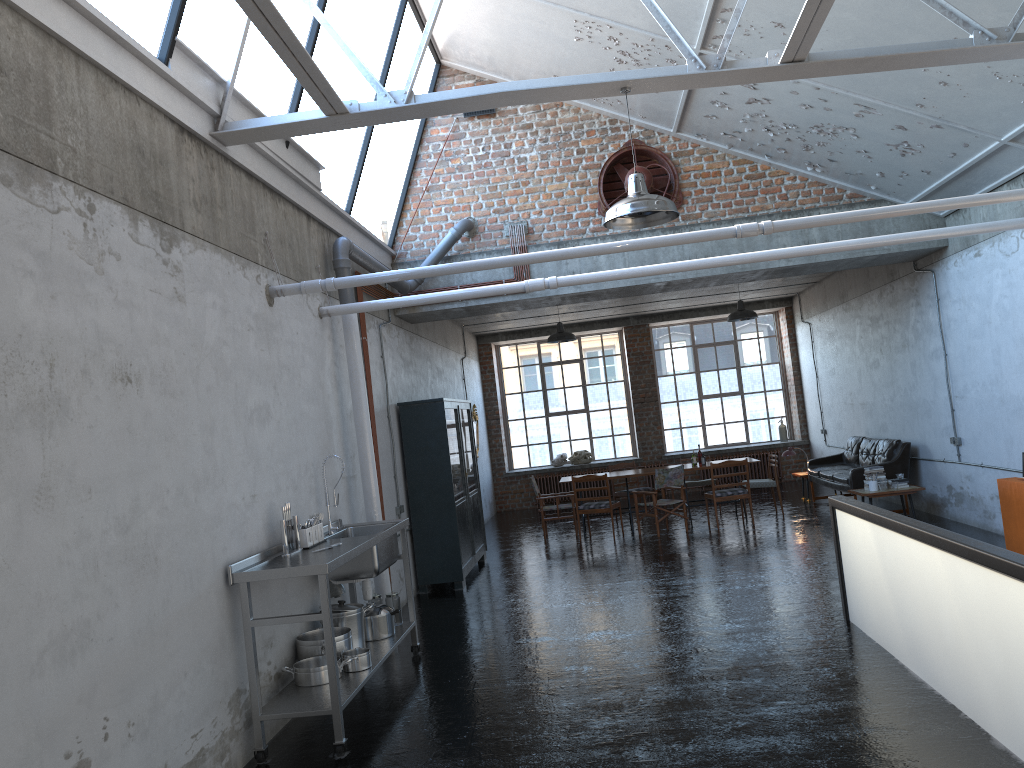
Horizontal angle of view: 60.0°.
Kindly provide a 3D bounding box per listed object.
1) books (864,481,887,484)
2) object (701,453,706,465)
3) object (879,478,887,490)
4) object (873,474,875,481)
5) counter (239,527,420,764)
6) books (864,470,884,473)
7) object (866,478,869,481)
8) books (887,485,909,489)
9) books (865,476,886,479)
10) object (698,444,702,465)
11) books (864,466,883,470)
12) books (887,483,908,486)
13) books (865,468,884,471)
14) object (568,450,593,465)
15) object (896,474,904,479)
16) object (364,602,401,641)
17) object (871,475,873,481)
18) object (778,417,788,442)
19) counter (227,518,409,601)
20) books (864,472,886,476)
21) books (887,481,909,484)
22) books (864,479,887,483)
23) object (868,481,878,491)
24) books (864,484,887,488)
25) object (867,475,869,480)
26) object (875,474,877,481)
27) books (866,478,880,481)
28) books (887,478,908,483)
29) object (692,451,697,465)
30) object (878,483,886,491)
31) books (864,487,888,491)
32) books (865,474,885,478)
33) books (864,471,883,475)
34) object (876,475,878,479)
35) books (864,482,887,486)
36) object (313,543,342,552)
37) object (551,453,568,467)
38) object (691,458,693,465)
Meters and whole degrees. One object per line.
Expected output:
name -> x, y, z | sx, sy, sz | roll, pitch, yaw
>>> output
books -> 4.930, 1.330, 12.024 | 0.255, 0.014, 0.192 | -7, -3, 8
object -> 3.044, 1.196, 14.102 | 0.051, 0.180, 0.097 | -5, -3, -23
object -> 4.952, 1.337, 11.823 | 0.087, 0.155, 0.087 | -5, -3, -22
object -> 4.856, 1.316, 11.883 | 0.023, 0.204, 0.037 | -9, -4, 44
counter -> -1.252, 1.771, 6.607 | 0.589, 1.160, 2.374 | -7, -3, 5
books -> 4.918, 1.179, 12.038 | 0.209, 0.023, 0.167 | -6, -3, -1
object -> 4.806, 1.329, 11.866 | 0.137, 0.190, 0.009 | -7, -3, 8
books -> 5.193, 1.376, 11.939 | 0.179, 0.034, 0.243 | -6, -3, -12
books -> 4.929, 1.264, 12.029 | 0.224, 0.021, 0.158 | -7, -3, 5
object -> 3.019, 1.131, 14.235 | 0.075, 0.324, 0.075 | -8, -3, 30
books -> 4.907, 1.137, 12.040 | 0.201, 0.024, 0.159 | -6, -3, -5
books -> 5.182, 1.349, 11.947 | 0.166, 0.024, 0.227 | -6, -3, -16
books -> 4.914, 1.158, 12.029 | 0.205, 0.020, 0.155 | -7, -3, 5
object -> 1.487, 1.616, 19.528 | 0.418, 0.305, 0.625 | -6, -3, -21
object -> 5.217, 1.244, 11.919 | 0.103, 0.068, 0.103 | -5, -3, -22
object -> -1.147, 1.942, 7.303 | 0.367, 0.278, 0.395 | -4, -3, -43
object -> 4.835, 1.310, 11.892 | 0.009, 0.167, 0.061 | -7, -3, 17
object -> 5.873, 0.980, 19.246 | 0.172, 0.551, 0.172 | -4, -3, -41
counter -> -1.298, 1.441, 6.622 | 0.625, 0.644, 2.435 | -7, -3, 5
books -> 4.916, 1.223, 12.027 | 0.244, 0.019, 0.174 | -7, -3, 5
books -> 5.192, 1.324, 11.948 | 0.243, 0.024, 0.175 | -7, -3, 1
books -> 4.927, 1.309, 12.027 | 0.245, 0.028, 0.193 | -6, -3, 0
object -> 4.829, 1.362, 11.849 | 0.110, 0.137, 0.110 | -7, -3, 5
books -> 4.924, 1.373, 12.008 | 0.249, 0.023, 0.175 | -7, -3, 1
object -> 4.793, 1.323, 11.882 | 0.046, 0.202, 0.023 | -9, -3, 41
object -> 4.866, 1.295, 11.865 | 0.052, 0.185, 0.009 | -7, -3, 7
books -> 4.931, 1.284, 12.023 | 0.221, 0.023, 0.147 | -7, -3, 4
books -> 5.180, 1.298, 11.944 | 0.225, 0.029, 0.179 | -6, -3, -3
object -> 2.920, 1.184, 14.202 | 0.070, 0.235, 0.041 | -7, -3, 5
object -> 4.898, 1.367, 11.722 | 0.092, 0.099, 0.092 | -6, -3, -17
books -> 4.926, 1.405, 12.008 | 0.248, 0.043, 0.192 | -7, -3, 5
books -> 4.924, 1.242, 12.025 | 0.205, 0.022, 0.155 | -6, -3, 0
books -> 4.906, 1.202, 12.028 | 0.231, 0.023, 0.162 | -7, -3, 21
object -> 4.865, 1.302, 11.852 | 0.062, 0.169, 0.009 | -7, -3, 5
books -> 4.921, 1.350, 12.009 | 0.249, 0.023, 0.175 | -7, -3, 6
object -> -1.320, 1.173, 6.350 | 0.045, 0.022, 0.327 | -8, -3, 24
object -> 1.050, 1.682, 19.630 | 0.281, 0.281, 0.575 | -8, -3, 31
object -> 2.929, 1.223, 14.316 | 0.077, 0.173, 0.077 | -6, -3, -9
